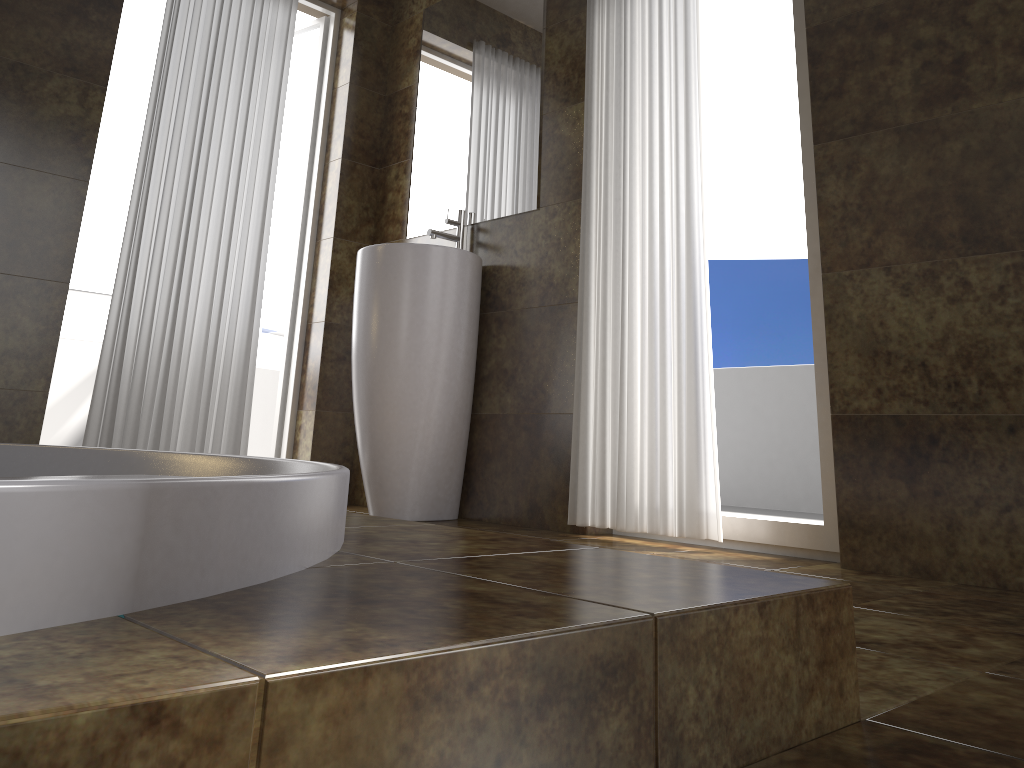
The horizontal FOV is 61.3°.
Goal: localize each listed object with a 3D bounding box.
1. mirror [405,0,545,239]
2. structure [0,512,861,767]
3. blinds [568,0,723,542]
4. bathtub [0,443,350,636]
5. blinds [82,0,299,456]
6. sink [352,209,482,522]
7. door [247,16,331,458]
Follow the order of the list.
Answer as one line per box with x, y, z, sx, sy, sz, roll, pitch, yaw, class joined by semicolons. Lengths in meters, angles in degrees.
-0.155;-1.166;3.520;0.751;1.142;0.008;-10;-20;43;mirror
-1.068;0.211;0.903;1.955;0.130;1.970;7;-6;-44;structure
0.404;-0.716;2.768;0.506;2.370;0.065;-12;-21;42;blinds
-1.070;0.203;0.905;1.742;0.548;1.685;4;-6;-13;bathtub
-1.146;-0.738;3.275;0.584;2.383;0.066;16;-21;-41;blinds
-0.358;-0.118;3.069;0.426;1.189;0.446;15;-19;-40;sink
-1.301;-0.632;4.064;0.947;2.331;0.038;-7;-18;33;door
